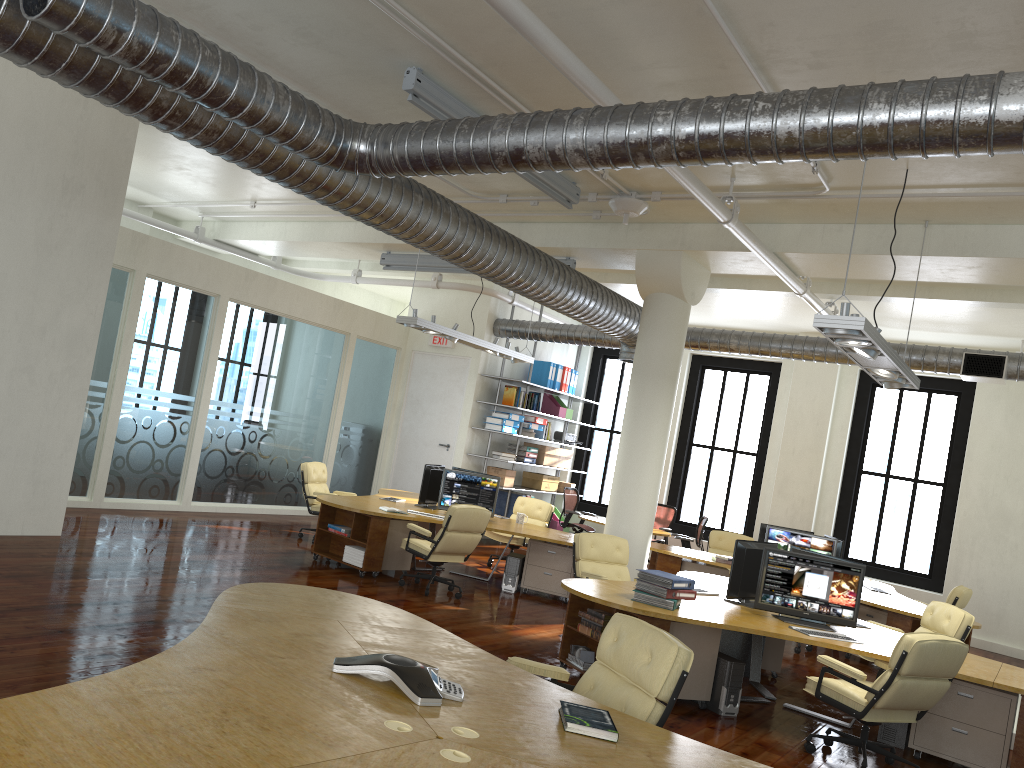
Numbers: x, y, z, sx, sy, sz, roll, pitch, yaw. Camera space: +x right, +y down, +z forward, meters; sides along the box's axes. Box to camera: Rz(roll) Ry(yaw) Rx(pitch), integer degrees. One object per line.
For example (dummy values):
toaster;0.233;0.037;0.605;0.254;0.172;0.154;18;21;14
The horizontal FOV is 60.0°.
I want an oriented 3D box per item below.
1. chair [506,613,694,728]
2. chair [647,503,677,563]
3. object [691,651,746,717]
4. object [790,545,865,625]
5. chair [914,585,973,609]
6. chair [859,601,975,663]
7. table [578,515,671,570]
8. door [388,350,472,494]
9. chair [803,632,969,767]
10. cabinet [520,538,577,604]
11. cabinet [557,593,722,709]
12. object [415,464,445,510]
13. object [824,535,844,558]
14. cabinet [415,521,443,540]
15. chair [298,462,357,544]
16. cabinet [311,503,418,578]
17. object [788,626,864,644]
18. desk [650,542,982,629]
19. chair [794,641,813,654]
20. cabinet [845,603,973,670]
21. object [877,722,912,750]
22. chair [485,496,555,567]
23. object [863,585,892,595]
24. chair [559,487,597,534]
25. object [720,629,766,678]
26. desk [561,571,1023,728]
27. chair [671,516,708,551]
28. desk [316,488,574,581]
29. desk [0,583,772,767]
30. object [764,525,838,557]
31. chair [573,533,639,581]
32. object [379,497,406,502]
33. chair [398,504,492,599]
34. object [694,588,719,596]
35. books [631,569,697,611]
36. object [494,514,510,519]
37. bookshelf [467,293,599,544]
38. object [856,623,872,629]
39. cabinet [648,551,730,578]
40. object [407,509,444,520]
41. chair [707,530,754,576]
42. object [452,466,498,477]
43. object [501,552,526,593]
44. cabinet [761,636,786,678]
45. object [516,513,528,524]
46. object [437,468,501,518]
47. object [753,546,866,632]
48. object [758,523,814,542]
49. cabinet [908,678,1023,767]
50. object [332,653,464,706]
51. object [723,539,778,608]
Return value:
chair;0.292;1.597;4.200;0.748;1.020;0.749;11;-2;-16
chair;2.417;2.633;15.266;0.797;1.157;0.687;8;-3;43
object;1.569;2.322;6.990;0.167;0.410;0.516;11;-3;-29
object;2.657;1.735;7.600;0.273;0.551;0.859;11;-3;-24
chair;5.134;2.920;10.984;0.858;1.020;0.648;8;-3;39
chair;3.603;2.455;8.111;0.800;1.020;0.701;10;-2;5
table;1.787;2.685;14.633;1.367;0.744;1.602;12;-4;-30
door;-1.478;0.967;15.244;1.358;3.027;0.087;9;-2;36
chair;2.517;2.126;6.099;0.659;1.020;0.846;11;-3;-31
cabinet;0.625;2.242;10.767;0.934;0.708;0.844;10;-3;12
cabinet;1.022;2.070;6.982;0.828;0.708;0.950;12;-3;-26
object;-1.033;1.304;11.368;0.310;0.551;0.757;9;-3;16
object;4.100;2.244;11.398;0.301;0.551;0.781;10;-3;5
cabinet;-1.372;1.997;12.625;0.842;0.708;0.936;11;-3;-18
chair;-2.429;1.587;11.745;0.835;1.020;0.669;9;-2;20
cabinet;-1.666;1.791;10.273;0.974;0.708;0.804;8;-4;42
object;2.380;1.901;6.721;0.458;0.016;0.238;11;-4;-13
desk;3.946;2.881;11.572;4.274;0.733;3.169;7;-5;40
chair;3.174;2.512;10.218;0.734;1.020;0.764;10;-2;4
cabinet;4.355;2.868;9.908;0.836;0.708;0.943;11;-3;-21
object;3.034;2.587;6.952;0.198;0.410;0.436;9;-3;33
chair;0.062;2.085;12.400;0.788;1.020;0.705;8;-3;44
object;4.617;2.599;11.207;0.241;0.016;0.452;10;-4;11
chair;1.171;2.404;15.243;0.835;1.157;0.656;8;-3;38
object;2.081;2.503;8.347;0.494;0.411;0.175;10;-2;8
desk;2.251;2.331;7.834;3.999;0.733;3.417;10;-4;6
chair;-0.954;1.964;14.454;8.113;1.156;0.921;10;-2;8
desk;-0.958;1.988;11.604;3.712;0.733;3.676;11;-4;-17
desk;0.084;1.614;2.862;3.666;0.733;3.723;10;-4;11
object;3.607;2.140;11.177;0.881;0.552;0.266;8;-3;31
chair;0.975;2.002;8.530;0.667;1.020;0.837;11;-3;-26
object;-1.544;1.491;11.469;0.241;0.016;0.452;10;-4;11
chair;-0.763;1.756;9.643;0.858;1.020;0.648;8;-3;44
object;1.606;1.834;7.875;0.431;0.016;0.252;13;-5;-40
books;1.130;1.573;6.815;0.416;0.226;0.456;13;-4;-44
object;-0.281;1.748;11.891;0.523;0.016;0.208;7;-5;40
bookshelf;0.518;0.745;15.946;0.720;4.598;3.276;9;-3;33
object;2.853;2.054;7.760;0.213;0.016;0.511;12;-4;-28
cabinet;2.292;2.606;11.690;0.927;0.708;0.851;10;-3;10
object;-0.980;1.517;10.275;0.482;0.016;0.227;10;-4;3
chair;3.158;2.677;12.818;0.746;1.020;0.751;10;-2;9
object;-0.515;1.407;11.491;0.889;0.551;0.263;7;-3;44
object;0.022;2.281;10.741;0.189;0.410;0.456;10;-3;11
cabinet;2.238;2.413;8.857;0.908;0.708;0.870;10;-3;4
object;0.124;1.737;11.443;0.137;0.131;0.113;11;-3;-14
object;-0.527;1.368;10.916;0.754;0.551;0.311;11;-2;-23
object;2.395;1.657;7.134;0.819;0.552;0.287;10;-2;4
object;3.611;2.179;11.780;0.778;0.552;0.302;11;-2;-12
cabinet;3.515;2.495;6.512;0.975;0.708;0.804;8;-3;34
object;-0.424;1.146;3.565;0.564;0.093;0.395;8;-4;30
object;2.089;1.639;7.721;0.320;0.551;0.731;8;-4;45
